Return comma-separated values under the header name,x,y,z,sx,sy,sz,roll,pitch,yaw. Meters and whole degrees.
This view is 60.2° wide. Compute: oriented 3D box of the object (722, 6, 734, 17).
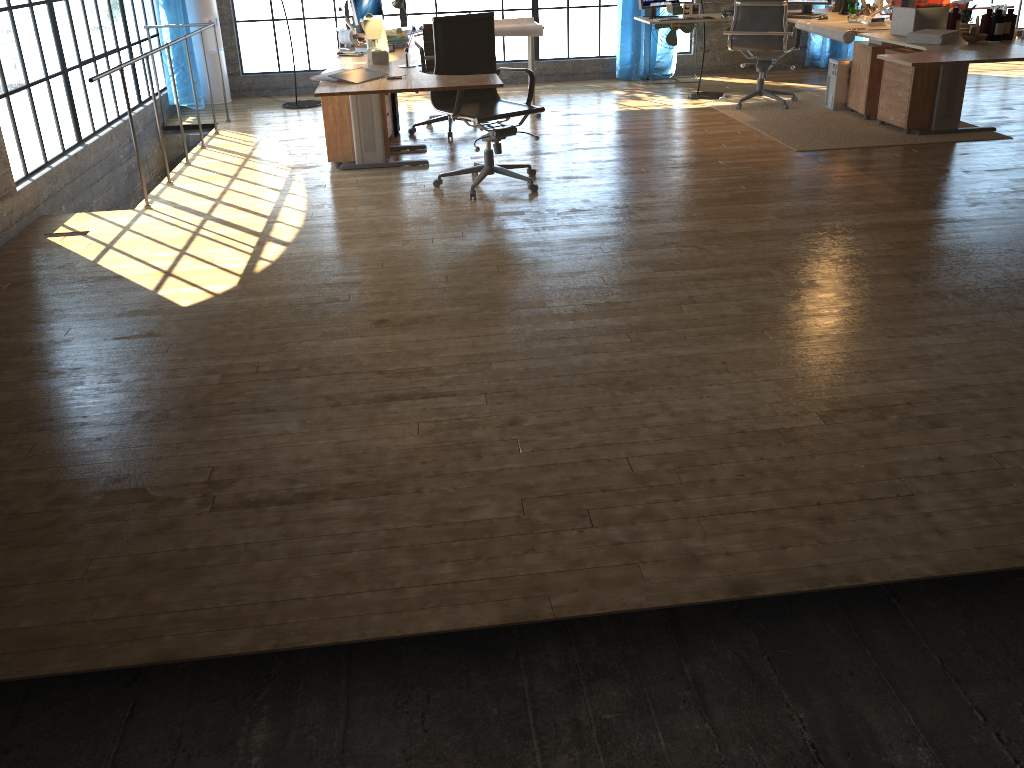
name,x,y,z,sx,sy,sz,roll,pitch,yaw
object,1.962,-3.270,7.724,0.280,0.078,0.424,10,29,23

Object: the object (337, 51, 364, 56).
name,x,y,z,sx,sy,sz,roll,pitch,yaw
object,-1.075,-2.198,5.873,0.181,0.025,0.077,10,29,22

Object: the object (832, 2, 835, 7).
name,x,y,z,sx,sy,sz,roll,pitch,yaw
object,2.880,-3.364,7.822,0.144,0.031,0.157,-3,27,-1

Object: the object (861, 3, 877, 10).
name,x,y,z,sx,sy,sz,roll,pitch,yaw
object,3.174,-3.354,7.835,0.135,0.055,0.160,2,27,9

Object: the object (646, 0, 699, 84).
name,x,y,z,sx,sy,sz,roll,pitch,yaw
object,1.644,-3.551,9.101,0.490,0.774,0.602,-2,25,-1

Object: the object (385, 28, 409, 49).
name,x,y,z,sx,sy,sz,roll,pitch,yaw
object,-0.854,-2.436,6.216,0.255,0.125,0.262,-3,26,-3

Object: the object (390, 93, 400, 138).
name,x,y,z,sx,sy,sz,roll,pitch,yaw
object,-1.144,-2.163,6.967,0.480,0.397,0.207,-2,24,-1

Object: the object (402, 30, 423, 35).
name,x,y,z,sx,sy,sz,roll,pitch,yaw
object,-0.891,-2.828,7.119,0.187,0.011,0.507,7,28,17

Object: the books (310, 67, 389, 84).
name,x,y,z,sx,sy,sz,roll,pitch,yaw
books,-0.901,-1.708,4.876,0.320,0.043,0.316,12,30,26

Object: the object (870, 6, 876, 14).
name,x,y,z,sx,sy,sz,roll,pitch,yaw
object,2.973,-3.080,7.284,0.036,0.076,0.100,17,31,37

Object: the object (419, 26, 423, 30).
name,x,y,z,sx,sy,sz,roll,pitch,yaw
object,-0.733,-2.987,7.398,0.101,0.033,0.061,12,29,26

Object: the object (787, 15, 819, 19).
name,x,y,z,sx,sy,sz,roll,pitch,yaw
object,2.324,-3.084,7.408,0.190,0.011,0.500,-23,34,-35

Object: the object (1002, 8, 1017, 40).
name,x,y,z,sx,sy,sz,roll,pitch,yaw
object,3.105,-2.249,5.519,0.079,0.180,0.082,-1,24,1

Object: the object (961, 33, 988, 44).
name,x,y,z,sx,sy,sz,roll,pitch,yaw
object,2.840,-2.121,5.427,0.148,0.053,0.150,-16,30,-26

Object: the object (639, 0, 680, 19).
name,x,y,z,sx,sy,sz,roll,pitch,yaw
object,1.278,-3.405,7.708,0.476,0.377,0.292,-19,30,-32

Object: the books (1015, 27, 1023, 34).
name,x,y,z,sx,sy,sz,roll,pitch,yaw
books,3.274,-2.353,5.868,0.307,0.043,0.329,-2,27,-1

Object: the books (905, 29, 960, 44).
name,x,y,z,sx,sy,sz,roll,pitch,yaw
books,2.658,-2.199,5.582,0.225,0.056,0.316,22,35,39

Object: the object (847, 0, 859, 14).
name,x,y,z,sx,sy,sz,roll,pitch,yaw
object,2.852,-3.212,7.400,0.117,0.213,0.251,19,32,39

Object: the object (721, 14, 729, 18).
name,x,y,z,sx,sy,sz,roll,pitch,yaw
object,1.814,-3.132,7.513,0.059,0.033,0.104,0,27,4

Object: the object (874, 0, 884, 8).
name,x,y,z,sx,sy,sz,roll,pitch,yaw
object,3.289,-3.416,7.901,0.083,0.097,0.112,0,25,4

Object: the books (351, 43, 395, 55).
name,x,y,z,sx,sy,sz,roll,pitch,yaw
books,-0.968,-2.285,6.007,0.294,0.052,0.267,15,32,31

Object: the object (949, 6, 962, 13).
name,x,y,z,sx,sy,sz,roll,pitch,yaw
object,2.899,-2.378,5.786,0.079,0.180,0.082,-1,24,1

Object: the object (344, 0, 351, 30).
name,x,y,z,sx,sy,sz,roll,pitch,yaw
object,-1.313,-2.914,7.032,0.086,0.268,0.087,15,29,34

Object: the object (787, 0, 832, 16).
name,x,y,z,sx,sy,sz,roll,pitch,yaw
object,2.507,-3.361,7.539,0.474,0.377,0.293,15,29,31

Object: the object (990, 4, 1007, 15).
name,x,y,z,sx,sy,sz,roll,pitch,yaw
object,3.071,-2.298,5.596,0.098,0.207,0.098,-5,24,-7

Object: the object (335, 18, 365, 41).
name,x,y,z,sx,sy,sz,roll,pitch,yaw
object,-1.242,-2.717,6.759,0.191,0.159,0.174,-11,27,-19

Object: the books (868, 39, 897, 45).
name,x,y,z,sx,sy,sz,roll,pitch,yaw
books,2.983,-2.716,6.889,0.309,0.106,0.228,-4,26,-4

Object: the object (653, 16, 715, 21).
name,x,y,z,sx,sy,sz,roll,pitch,yaw
object,1.468,-3.119,7.534,0.490,0.011,0.194,-5,27,-6

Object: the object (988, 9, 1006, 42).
name,x,y,z,sx,sy,sz,roll,pitch,yaw
object,3.014,-2.228,5.483,0.079,0.180,0.082,-1,24,1

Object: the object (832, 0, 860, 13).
name,x,y,z,sx,sy,sz,roll,pitch,yaw
object,2.933,-3.416,7.618,0.286,0.377,0.486,6,27,17

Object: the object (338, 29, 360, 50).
name,x,y,z,sx,sy,sz,roll,pitch,yaw
object,-1.152,-2.420,6.200,0.155,0.131,0.102,12,28,26

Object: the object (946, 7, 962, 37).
name,x,y,z,sx,sy,sz,roll,pitch,yaw
object,2.855,-2.334,5.703,0.079,0.180,0.082,3,24,11

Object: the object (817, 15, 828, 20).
name,x,y,z,sx,sy,sz,roll,pitch,yaw
object,2.510,-2.962,7.132,0.102,0.033,0.060,-17,30,-28

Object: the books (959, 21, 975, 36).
name,x,y,z,sx,sy,sz,roll,pitch,yaw
books,3.026,-2.393,5.937,0.178,0.067,0.238,-1,27,2

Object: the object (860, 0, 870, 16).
name,x,y,z,sx,sy,sz,roll,pitch,yaw
object,2.893,-3.098,7.239,0.085,0.154,0.085,-9,25,-15

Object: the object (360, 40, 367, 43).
name,x,y,z,sx,sy,sz,roll,pitch,yaw
object,-1.096,-2.569,6.609,0.097,0.023,0.111,2,27,7

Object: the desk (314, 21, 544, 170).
name,x,y,z,sx,sy,sz,roll,pitch,yaw
desk,-0.415,-2.009,6.272,1.635,0.713,3.637,-4,27,-4

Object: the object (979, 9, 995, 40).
name,x,y,z,sx,sy,sz,roll,pitch,yaw
object,2.993,-2.265,5.558,0.079,0.180,0.082,3,24,11

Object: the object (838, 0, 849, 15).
name,x,y,z,sx,sy,sz,roll,pitch,yaw
object,2.809,-3.260,7.438,0.086,0.268,0.087,17,30,36

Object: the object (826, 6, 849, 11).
name,x,y,z,sx,sy,sz,roll,pitch,yaw
object,2.903,-3.335,7.836,0.204,0.035,0.212,-6,27,-7

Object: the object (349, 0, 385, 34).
name,x,y,z,sx,sy,sz,roll,pitch,yaw
object,-1.188,-3.069,7.211,0.286,0.377,0.486,6,27,17

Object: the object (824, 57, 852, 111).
name,x,y,z,sx,sy,sz,roll,pitch,yaw
object,2.898,-2.503,7.365,0.480,0.397,0.207,-2,24,-1

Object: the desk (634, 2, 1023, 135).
name,x,y,z,sx,sy,sz,roll,pitch,yaw
desk,2.925,-2.287,6.597,3.260,0.713,3.596,-5,27,-5

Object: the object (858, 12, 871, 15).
name,x,y,z,sx,sy,sz,roll,pitch,yaw
object,2.939,-3.101,7.381,0.132,0.025,0.137,-5,27,-5

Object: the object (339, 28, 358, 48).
name,x,y,z,sx,sy,sz,roll,pitch,yaw
object,-1.169,-2.468,6.301,0.134,0.124,0.040,-7,24,-10
